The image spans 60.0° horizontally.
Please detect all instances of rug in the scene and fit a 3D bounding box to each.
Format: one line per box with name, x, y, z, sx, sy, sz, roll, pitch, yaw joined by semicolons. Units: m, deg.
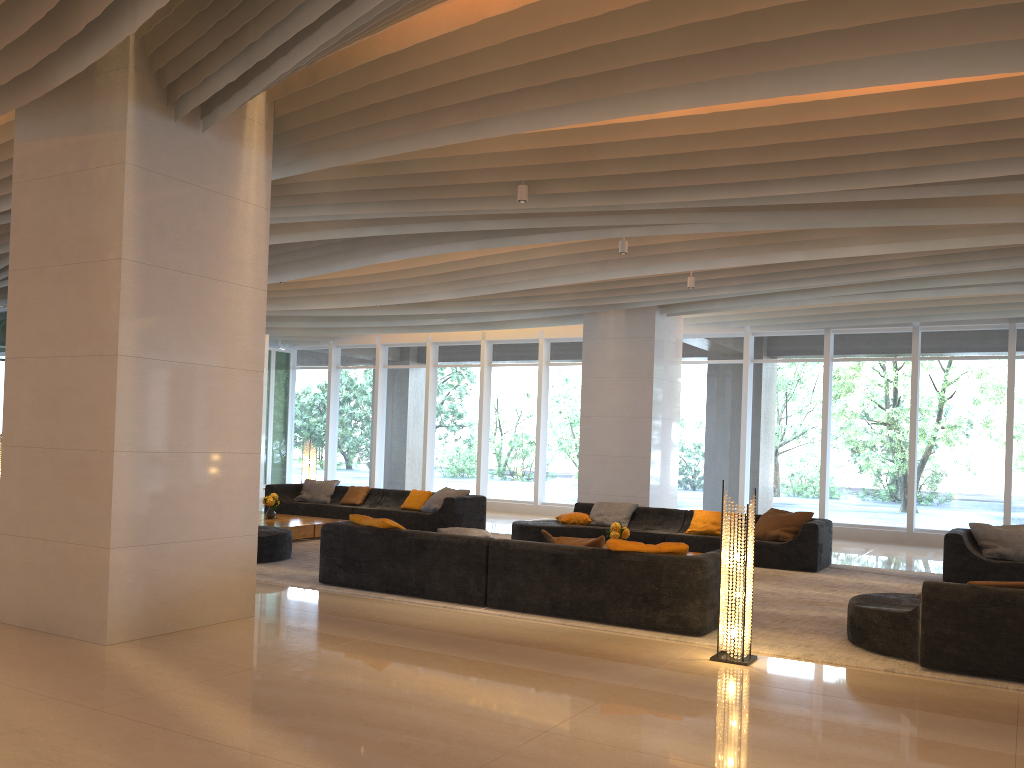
rug;0.834;2.076;9.831;15.969;0.022;5.607;0;-4;30

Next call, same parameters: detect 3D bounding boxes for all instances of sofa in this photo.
sofa;3.456;1.618;6.062;2.218;0.576;1.378;0;-4;30
sofa;-2.215;1.957;14.029;3.719;0.582;0.958;0;-4;29
sofa;1.921;1.930;11.502;4.081;0.582;1.374;0;-4;28
sofa;-4.409;1.668;11.398;5.009;0.652;2.874;0;-4;30
sofa;0.023;1.613;7.787;3.719;0.582;0.958;0;-4;29
sofa;6.658;1.924;8.994;4.112;0.581;1.363;-1;-4;36

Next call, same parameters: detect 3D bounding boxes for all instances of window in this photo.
window;1.329;0.568;14.535;54.630;3.216;22.119;2;-4;-5

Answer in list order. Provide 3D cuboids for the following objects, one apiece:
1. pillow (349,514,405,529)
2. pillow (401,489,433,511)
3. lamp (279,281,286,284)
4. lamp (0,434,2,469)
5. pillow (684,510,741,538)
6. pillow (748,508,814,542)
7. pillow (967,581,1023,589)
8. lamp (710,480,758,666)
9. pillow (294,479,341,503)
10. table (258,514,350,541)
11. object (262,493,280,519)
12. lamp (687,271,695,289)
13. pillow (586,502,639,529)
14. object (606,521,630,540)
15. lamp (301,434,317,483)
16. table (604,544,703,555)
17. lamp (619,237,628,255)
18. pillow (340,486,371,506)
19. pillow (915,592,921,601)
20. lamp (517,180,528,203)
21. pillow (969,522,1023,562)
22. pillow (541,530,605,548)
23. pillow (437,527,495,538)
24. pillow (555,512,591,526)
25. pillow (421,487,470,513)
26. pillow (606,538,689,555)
pillow;-1.149;1.415;8.295;0.557;0.377;0.628;4;-4;-38
pillow;-1.480;1.800;13.759;0.401;0.312;0.327;0;-3;32
lamp;-3.143;-2.147;12.263;0.090;1.504;0.088;2;-1;-15
lamp;-5.900;1.141;10.075;0.246;1.449;0.254;2;-1;30
pillow;2.567;1.831;11.401;0.627;0.393;0.457;0;-3;29
pillow;3.343;1.757;11.061;0.557;0.377;0.628;4;-4;-38
pillow;3.304;1.433;5.765;0.595;0.391;0.404;0;-3;32
lamp;1.505;1.244;5.936;0.246;1.197;0.254;2;-1;30
pillow;-3.247;1.780;14.774;0.635;0.377;0.551;2;-3;8
table;-3.312;1.977;12.169;1.576;0.220;1.628;0;-4;30
object;-3.357;1.690;12.366;0.240;0.376;0.262;3;-2;-28
lamp;2.359;-2.003;11.574;0.088;1.504;0.090;2;-1;21
pillow;1.348;1.817;12.086;0.654;0.416;0.469;0;-3;30
object;1.131;1.652;9.495;0.240;0.376;0.261;3;-2;-38
lamp;-3.625;1.608;15.830;0.246;1.449;0.254;2;-1;30
table;1.115;1.962;9.675;1.576;0.220;1.628;0;-4;30
lamp;1.238;-2.171;9.667;0.089;1.504;0.089;2;-1;3
pillow;-2.533;1.804;14.352;0.402;0.312;0.327;1;-3;28
pillow;3.100;1.485;6.086;0.478;0.246;0.423;3;-3;-25
lamp;0.117;-2.339;7.741;0.088;1.504;0.090;2;-1;21
pillow;5.489;1.749;9.852;0.635;0.377;0.551;2;-3;8
pillow;0.553;1.435;7.421;0.592;0.409;0.452;0;-3;32
pillow;-0.341;1.477;7.923;0.577;0.376;0.428;0;-3;32
pillow;0.844;1.866;12.244;0.450;0.192;0.585;2;-4;-5
pillow;-1.030;1.772;13.525;0.557;0.377;0.628;4;-4;-38
pillow;1.068;1.407;7.046;0.635;0.377;0.551;2;-3;8
